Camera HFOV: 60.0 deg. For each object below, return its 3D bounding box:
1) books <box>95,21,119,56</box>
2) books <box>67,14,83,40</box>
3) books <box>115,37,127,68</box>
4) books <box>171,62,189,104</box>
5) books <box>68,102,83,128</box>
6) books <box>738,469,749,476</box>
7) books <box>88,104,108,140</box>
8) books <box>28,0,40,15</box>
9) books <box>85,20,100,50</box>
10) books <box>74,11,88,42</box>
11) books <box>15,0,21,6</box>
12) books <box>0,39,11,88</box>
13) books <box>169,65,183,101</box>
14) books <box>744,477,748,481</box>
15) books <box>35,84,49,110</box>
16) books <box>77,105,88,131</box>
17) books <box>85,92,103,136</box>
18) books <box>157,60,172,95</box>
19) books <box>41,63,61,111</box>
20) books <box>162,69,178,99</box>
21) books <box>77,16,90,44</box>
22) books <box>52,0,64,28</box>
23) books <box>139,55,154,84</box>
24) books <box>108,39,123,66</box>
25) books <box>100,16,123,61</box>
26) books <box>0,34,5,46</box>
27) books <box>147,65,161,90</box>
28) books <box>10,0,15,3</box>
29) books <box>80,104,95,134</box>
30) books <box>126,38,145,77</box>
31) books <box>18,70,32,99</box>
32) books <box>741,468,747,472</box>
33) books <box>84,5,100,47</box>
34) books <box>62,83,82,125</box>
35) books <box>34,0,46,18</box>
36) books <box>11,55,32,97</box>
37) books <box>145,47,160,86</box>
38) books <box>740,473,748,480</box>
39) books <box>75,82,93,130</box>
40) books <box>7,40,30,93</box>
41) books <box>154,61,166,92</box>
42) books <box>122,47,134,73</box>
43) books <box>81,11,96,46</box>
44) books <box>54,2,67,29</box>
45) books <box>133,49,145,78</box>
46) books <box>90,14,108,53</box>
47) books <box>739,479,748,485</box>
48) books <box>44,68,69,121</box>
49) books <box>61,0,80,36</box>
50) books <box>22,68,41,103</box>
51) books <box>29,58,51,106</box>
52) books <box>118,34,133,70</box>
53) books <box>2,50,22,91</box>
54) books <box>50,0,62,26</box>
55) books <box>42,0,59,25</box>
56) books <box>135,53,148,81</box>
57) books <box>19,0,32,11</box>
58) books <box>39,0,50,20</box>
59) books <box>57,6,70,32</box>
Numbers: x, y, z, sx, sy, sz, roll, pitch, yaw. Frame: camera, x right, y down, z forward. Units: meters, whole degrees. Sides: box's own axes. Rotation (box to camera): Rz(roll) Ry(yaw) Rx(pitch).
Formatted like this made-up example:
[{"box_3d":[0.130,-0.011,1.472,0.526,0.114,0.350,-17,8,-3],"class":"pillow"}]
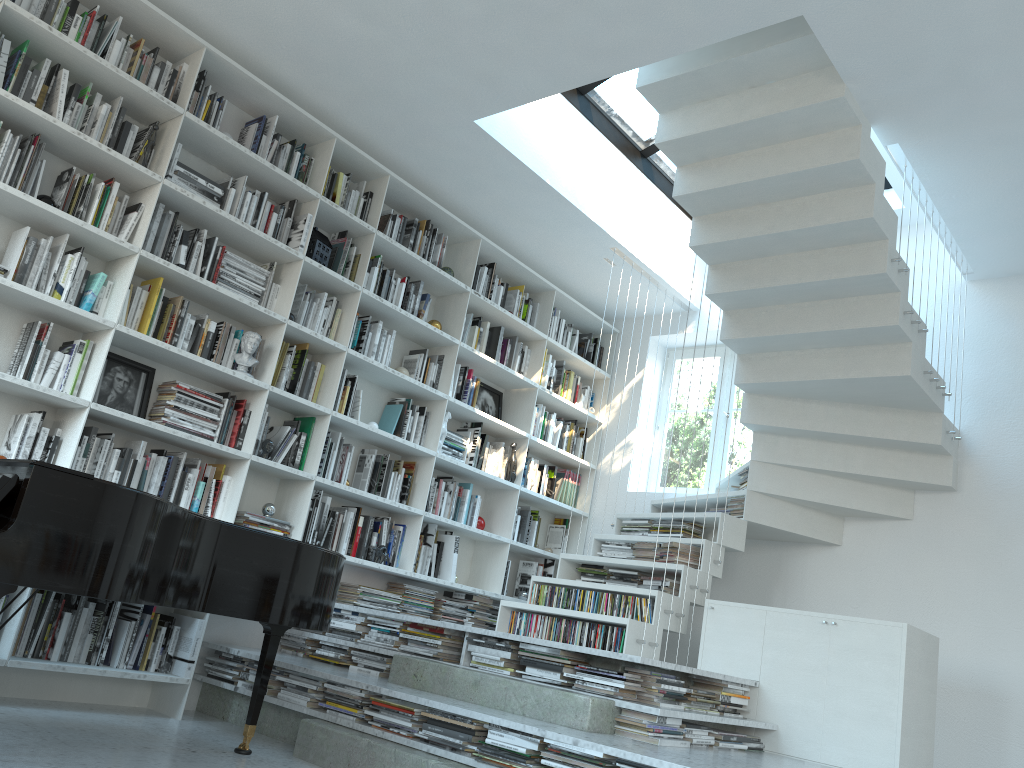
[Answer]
[{"box_3d":[-1.933,-1.558,4.124,0.172,0.272,0.052,-3,-21,40],"class":"books"},{"box_3d":[-2.030,-1.567,4.030,0.152,0.200,0.030,-3,-21,40],"class":"books"},{"box_3d":[-1.895,-1.512,4.188,0.134,0.235,0.026,-3,-21,40],"class":"books"},{"box_3d":[-1.698,-1.441,4.396,0.176,0.287,0.026,-3,-21,40],"class":"books"},{"box_3d":[-2.018,-1.171,4.010,0.168,0.179,0.028,-3,-21,40],"class":"books"},{"box_3d":[1.531,0.560,5.360,0.283,0.012,0.175,12,-16,-3],"class":"books"},{"box_3d":[-1.945,-1.162,4.078,0.191,0.225,0.021,-3,-21,40],"class":"books"},{"box_3d":[-2.134,-1.636,3.897,0.181,0.219,0.023,-3,-21,40],"class":"books"},{"box_3d":[-1.982,-1.557,4.092,0.130,0.235,0.029,-3,-21,40],"class":"books"},{"box_3d":[-2.011,-1.576,4.047,0.154,0.234,0.013,-3,-21,40],"class":"books"},{"box_3d":[-2.180,-1.680,3.881,0.141,0.278,0.021,-3,-21,40],"class":"books"},{"box_3d":[-2.217,-1.322,3.794,0.168,0.273,0.067,-3,-21,40],"class":"books"},{"box_3d":[-1.716,-1.438,4.382,0.171,0.266,0.014,-3,-21,40],"class":"books"},{"box_3d":[1.524,0.595,5.351,0.212,0.028,0.191,10,-16,4],"class":"books"},{"box_3d":[-2.115,-1.219,3.911,0.160,0.180,0.034,-3,-21,40],"class":"books"},{"box_3d":[-2.011,-1.173,4.058,0.128,0.211,0.024,-3,-21,40],"class":"books"},{"box_3d":[-1.973,-1.197,4.084,0.137,0.285,0.026,-3,-21,40],"class":"books"},{"box_3d":[-1.756,-1.450,4.355,0.151,0.260,0.030,-3,-21,40],"class":"books"},{"box_3d":[-2.095,-1.275,3.951,0.135,0.314,0.013,-3,-21,40],"class":"books"},{"box_3d":[-1.726,-1.425,4.357,0.172,0.224,0.026,-3,-21,40],"class":"books"},{"box_3d":[-1.999,-1.563,4.049,0.160,0.215,0.011,-3,-21,40],"class":"books"},{"box_3d":[-2.072,-1.625,3.972,0.160,0.263,0.010,-3,-21,40],"class":"books"},{"box_3d":[-1.805,-1.458,4.251,0.187,0.199,0.026,-3,-21,40],"class":"books"},{"box_3d":[-1.910,-1.501,4.156,0.181,0.189,0.031,-3,-21,40],"class":"books"},{"box_3d":[-1.919,-1.567,4.162,0.166,0.314,0.014,-3,-21,40],"class":"books"},{"box_3d":[-2.234,-1.342,3.764,0.148,0.286,0.010,-3,-21,40],"class":"books"},{"box_3d":[-1.784,-1.433,4.293,0.177,0.184,0.031,-3,-21,40],"class":"books"},{"box_3d":[-2.195,-1.643,3.846,0.133,0.182,0.024,-3,-21,40],"class":"books"},{"box_3d":[-1.981,-1.166,4.052,0.173,0.208,0.010,-3,-21,40],"class":"books"},{"box_3d":[-1.839,-1.507,4.226,0.192,0.265,0.014,-3,-21,40],"class":"books"},{"box_3d":[-2.161,-1.256,3.854,0.153,0.201,0.024,-3,-21,40],"class":"books"},{"box_3d":[1.533,0.556,5.396,0.261,0.016,0.129,10,-16,3],"class":"books"},{"box_3d":[-1.979,-1.594,4.079,0.151,0.298,0.010,-3,-21,40],"class":"books"},{"box_3d":[-2.033,-1.220,4.006,0.168,0.264,0.027,-3,-21,40],"class":"books"},{"box_3d":[-2.119,-1.643,3.920,0.170,0.250,0.023,-3,-21,40],"class":"books"},{"box_3d":[-2.164,-1.284,3.831,0.181,0.241,0.031,-3,-21,40],"class":"books"},{"box_3d":[-1.792,-1.488,4.295,0.159,0.284,0.013,-3,-21,40],"class":"books"},{"box_3d":[1.528,0.583,5.387,0.250,0.017,0.135,10,-16,2],"class":"books"},{"box_3d":[-1.994,-1.225,4.041,0.145,0.307,0.012,-3,-21,40],"class":"books"},{"box_3d":[-2.169,-1.326,3.825,0.171,0.314,0.012,-3,-21,40],"class":"books"},{"box_3d":[-1.769,-1.448,4.327,0.149,0.236,0.026,-3,-21,40],"class":"books"},{"box_3d":[-1.878,-1.488,4.221,0.141,0.213,0.029,-3,-21,40],"class":"books"},{"box_3d":[-1.989,-1.576,4.063,0.183,0.251,0.013,-3,-21,40],"class":"books"},{"box_3d":[-2.083,-1.604,3.997,0.129,0.234,0.025,-3,-21,40],"class":"books"},{"box_3d":[-1.837,-1.483,4.238,0.161,0.228,0.021,-3,-21,40],"class":"books"},{"box_3d":[-1.954,-1.570,4.103,0.164,0.275,0.013,-3,-21,40],"class":"books"},{"box_3d":[1.521,0.615,5.352,0.256,0.010,0.163,12,-16,-3],"class":"books"},{"box_3d":[-2.051,-1.247,3.962,0.178,0.284,0.076,-3,-21,40],"class":"books"},{"box_3d":[-2.049,-1.607,4.023,0.151,0.267,0.028,-3,-21,40],"class":"books"},{"box_3d":[-2.138,-1.255,3.871,0.157,0.218,0.029,-3,-21,40],"class":"books"},{"box_3d":[-2.115,-1.282,3.899,0.156,0.292,0.023,-3,-21,40],"class":"books"},{"box_3d":[-1.880,-1.521,4.207,0.156,0.268,0.014,-3,-21,40],"class":"books"},{"box_3d":[-2.188,-1.303,3.815,0.157,0.259,0.011,-3,-21,40],"class":"books"},{"box_3d":[-2.083,-1.602,3.955,0.166,0.207,0.015,-3,-21,40],"class":"books"},{"box_3d":[-2.086,-1.610,3.930,0.178,0.207,0.029,-3,-21,40],"class":"books"},{"box_3d":[-1.819,-1.467,4.239,0.178,0.206,0.013,-3,-21,40],"class":"books"},{"box_3d":[-2.151,-1.661,3.885,0.145,0.254,0.031,-3,-21,40],"class":"books"},{"box_3d":[-2.104,-1.636,3.929,0.174,0.249,0.012,-3,-21,40],"class":"books"},{"box_3d":[-2.067,-1.590,4.003,0.150,0.215,0.012,-3,-21,40],"class":"books"}]
